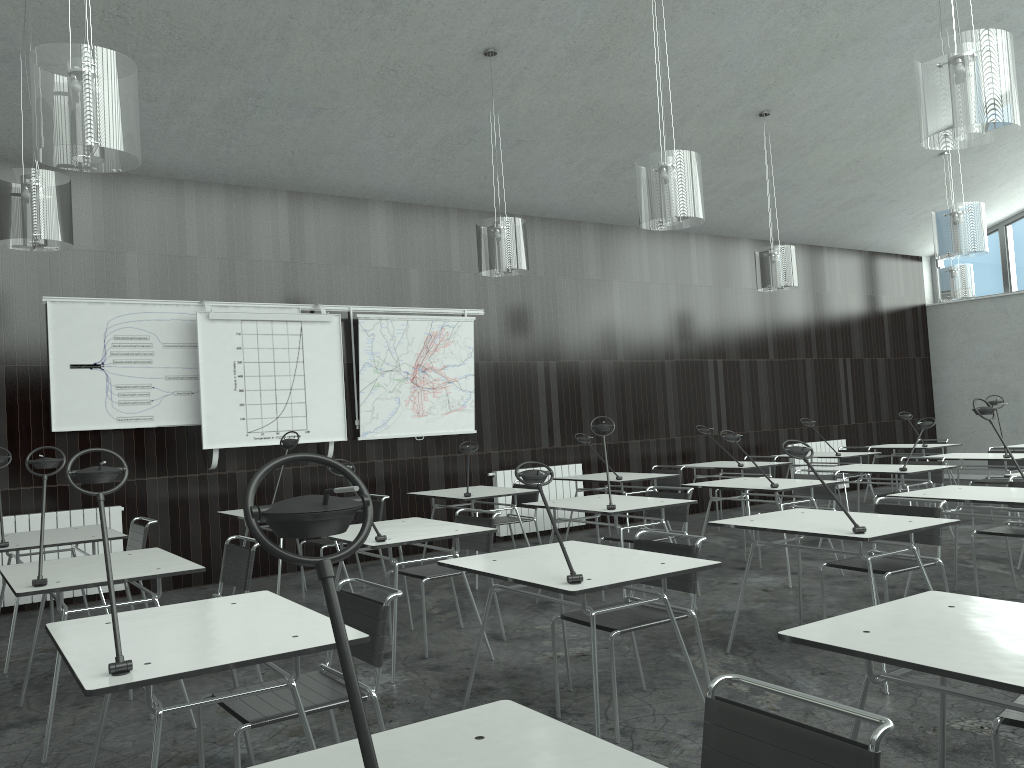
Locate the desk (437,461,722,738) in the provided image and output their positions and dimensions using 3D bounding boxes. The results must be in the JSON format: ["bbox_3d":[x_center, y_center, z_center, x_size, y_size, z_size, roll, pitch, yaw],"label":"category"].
[{"bbox_3d":[0.240,0.901,3.400,0.700,1.153,0.900,-2,-3,-34],"label":"desk"}]

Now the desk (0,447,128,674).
[{"bbox_3d":[-2.710,1.051,5.192,0.700,1.321,0.900,-2,-3,-35],"label":"desk"}]

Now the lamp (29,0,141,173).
[{"bbox_3d":[-1.620,-2.067,3.300,0.359,2.307,0.350,-2,-3,-34],"label":"lamp"}]

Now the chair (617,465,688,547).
[{"bbox_3d":[1.252,1.213,7.912,0.555,0.765,0.428,-2,-3,-35],"label":"chair"}]

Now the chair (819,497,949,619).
[{"bbox_3d":[1.863,1.042,4.405,0.555,0.765,0.428,-2,-3,-32],"label":"chair"}]

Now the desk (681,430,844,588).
[{"bbox_3d":[1.783,0.931,6.352,0.700,1.153,0.900,-2,-3,-34],"label":"desk"}]

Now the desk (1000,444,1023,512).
[{"bbox_3d":[5.392,0.742,8.807,0.700,1.321,0.900,-2,-3,-34],"label":"desk"}]

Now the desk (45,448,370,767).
[{"bbox_3d":[-0.910,0.848,2.564,0.700,1.321,0.900,-2,-3,-33],"label":"desk"}]

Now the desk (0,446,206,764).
[{"bbox_3d":[-1.814,0.950,3.883,0.700,1.321,0.900,-2,-3,-34],"label":"desk"}]

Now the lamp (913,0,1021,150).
[{"bbox_3d":[1.743,-2.514,3.585,0.359,2.848,0.350,-2,-3,-34],"label":"lamp"}]

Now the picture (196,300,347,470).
[{"bbox_3d":[-1.974,-0.014,7.269,1.191,1.508,0.254,-2,-3,-34],"label":"picture"}]

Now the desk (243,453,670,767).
[{"bbox_3d":[-0.045,0.748,1.231,0.700,1.321,0.900,-2,-3,-34],"label":"desk"}]

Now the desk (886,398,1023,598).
[{"bbox_3d":[2.709,0.741,4.975,0.700,1.321,0.900,-2,-3,-34],"label":"desk"}]

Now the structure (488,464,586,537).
[{"bbox_3d":[0.260,1.265,8.790,1.129,0.688,0.079,-2,-3,-34],"label":"structure"}]

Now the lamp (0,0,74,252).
[{"bbox_3d":[-2.548,-1.687,4.686,0.359,1.761,0.350,-2,-3,-34],"label":"lamp"}]

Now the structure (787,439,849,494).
[{"bbox_3d":[3.887,1.160,11.250,1.129,0.688,0.079,-2,-3,-34],"label":"structure"}]

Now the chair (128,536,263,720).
[{"bbox_3d":[-1.451,1.215,4.108,0.555,0.765,0.428,-2,-3,-37],"label":"chair"}]

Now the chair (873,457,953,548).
[{"bbox_3d":[3.333,1.077,7.387,0.555,0.765,0.428,-1,-3,-38],"label":"chair"}]

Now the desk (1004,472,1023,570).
[{"bbox_3d":[3.884,0.794,5.848,0.700,1.153,0.900,-2,-3,-34],"label":"desk"}]

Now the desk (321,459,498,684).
[{"bbox_3d":[-0.599,0.997,4.672,0.700,1.153,0.900,-2,-3,-34],"label":"desk"}]

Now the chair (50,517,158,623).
[{"bbox_3d":[-2.458,1.320,5.362,0.555,0.765,0.428,-2,-3,-36],"label":"chair"}]

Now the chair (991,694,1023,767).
[{"bbox_3d":[1.513,0.978,2.263,0.428,0.765,0.555,-5,-3,44],"label":"chair"}]

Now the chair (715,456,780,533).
[{"bbox_3d":[2.311,1.184,8.659,0.555,0.765,0.428,-1,-3,-38],"label":"chair"}]

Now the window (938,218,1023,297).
[{"bbox_3d":[8.184,-3.023,10.171,0.010,3.041,7.052,-2,-3,-34],"label":"window"}]

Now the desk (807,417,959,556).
[{"bbox_3d":[2.981,0.895,7.149,0.700,1.153,0.900,-2,-3,-36],"label":"desk"}]

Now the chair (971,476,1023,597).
[{"bbox_3d":[3.027,1.009,5.205,0.555,0.765,0.428,-2,-3,-34],"label":"chair"}]

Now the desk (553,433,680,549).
[{"bbox_3d":[0.898,1.032,7.677,0.700,1.153,0.900,-2,-3,-35],"label":"desk"}]

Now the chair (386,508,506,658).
[{"bbox_3d":[-0.357,1.184,4.872,0.555,0.765,0.428,-1,-3,-38],"label":"chair"}]

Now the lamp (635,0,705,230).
[{"bbox_3d":[0.823,-2.138,4.957,0.359,2.307,0.350,-2,-3,-34],"label":"lamp"}]

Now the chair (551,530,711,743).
[{"bbox_3d":[0.489,1.086,3.571,0.555,0.765,0.428,-2,-3,-34],"label":"chair"}]

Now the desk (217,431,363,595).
[{"bbox_3d":[-1.528,1.019,6.054,0.700,1.321,0.900,-2,-3,-36],"label":"desk"}]

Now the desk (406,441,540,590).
[{"bbox_3d":[-0.293,1.065,6.826,0.700,1.153,0.900,-2,-3,-34],"label":"desk"}]

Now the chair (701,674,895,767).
[{"bbox_3d":[0.327,1.012,1.445,0.555,0.765,0.428,-2,-3,-33],"label":"chair"}]

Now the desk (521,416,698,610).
[{"bbox_3d":[0.596,0.881,5.546,0.700,1.321,0.900,-2,-3,-34],"label":"desk"}]

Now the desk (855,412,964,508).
[{"bbox_3d":[4.525,0.925,10.107,0.700,1.153,0.900,-2,-3,-34],"label":"desk"}]

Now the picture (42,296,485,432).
[{"bbox_3d":[-1.815,-0.208,7.521,3.818,1.102,0.050,-2,-3,-34],"label":"picture"}]

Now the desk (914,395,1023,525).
[{"bbox_3d":[4.215,0.774,7.944,0.700,1.321,0.900,-2,-3,-34],"label":"desk"}]

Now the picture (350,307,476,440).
[{"bbox_3d":[-0.859,-0.104,8.077,1.211,1.342,0.163,-2,-3,-34],"label":"picture"}]

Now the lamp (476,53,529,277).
[{"bbox_3d":[-0.106,-1.758,6.343,0.359,1.761,0.350,-2,-3,-34],"label":"lamp"}]

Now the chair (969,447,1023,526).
[{"bbox_3d":[4.505,1.042,8.136,0.555,0.765,0.428,-1,-3,-40],"label":"chair"}]

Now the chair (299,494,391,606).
[{"bbox_3d":[-1.171,1.284,6.288,0.555,0.765,0.428,-2,-3,-36],"label":"chair"}]

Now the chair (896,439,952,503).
[{"bbox_3d":[4.774,1.110,10.278,0.555,0.765,0.428,-2,-3,-34],"label":"chair"}]

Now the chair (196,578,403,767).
[{"bbox_3d":[-0.640,1.116,2.737,0.555,0.765,0.428,-2,-3,-35],"label":"chair"}]

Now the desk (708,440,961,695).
[{"bbox_3d":[1.502,0.861,4.180,0.700,1.153,0.900,-2,-3,-34],"label":"desk"}]

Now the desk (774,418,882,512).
[{"bbox_3d":[3.283,0.963,9.302,0.700,1.153,0.900,-2,-3,-36],"label":"desk"}]

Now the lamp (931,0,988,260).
[{"bbox_3d":[3.265,-2.209,6.614,0.359,2.307,0.350,-2,-3,-34],"label":"lamp"}]

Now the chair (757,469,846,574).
[{"bbox_3d":[2.141,1.112,6.580,0.555,0.765,0.428,-2,-3,-34],"label":"chair"}]

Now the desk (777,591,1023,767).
[{"bbox_3d":[1.201,0.794,2.027,0.700,1.153,0.900,-2,-3,-34],"label":"desk"}]

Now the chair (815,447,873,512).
[{"bbox_3d":[3.564,1.147,9.503,0.555,0.765,0.428,-2,-3,-36],"label":"chair"}]

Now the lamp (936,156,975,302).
[{"bbox_3d":[4.779,-1.900,9.656,0.359,1.761,0.350,-2,-3,-34],"label":"lamp"}]

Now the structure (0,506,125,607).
[{"bbox_3d":[-3.367,1.371,6.329,1.129,0.688,0.079,-2,-3,-34],"label":"structure"}]

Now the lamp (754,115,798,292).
[{"bbox_3d":[2.336,-1.829,8.000,0.359,1.761,0.350,-2,-3,-34],"label":"lamp"}]

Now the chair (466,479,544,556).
[{"bbox_3d":[-0.043,1.250,6.995,0.555,0.765,0.428,-2,-3,-32],"label":"chair"}]

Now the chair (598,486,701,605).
[{"bbox_3d":[0.887,1.149,5.737,0.555,0.765,0.428,-1,-3,-39],"label":"chair"}]

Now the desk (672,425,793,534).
[{"bbox_3d":[2.107,0.996,8.483,0.700,1.153,0.900,-2,-3,-34],"label":"desk"}]
